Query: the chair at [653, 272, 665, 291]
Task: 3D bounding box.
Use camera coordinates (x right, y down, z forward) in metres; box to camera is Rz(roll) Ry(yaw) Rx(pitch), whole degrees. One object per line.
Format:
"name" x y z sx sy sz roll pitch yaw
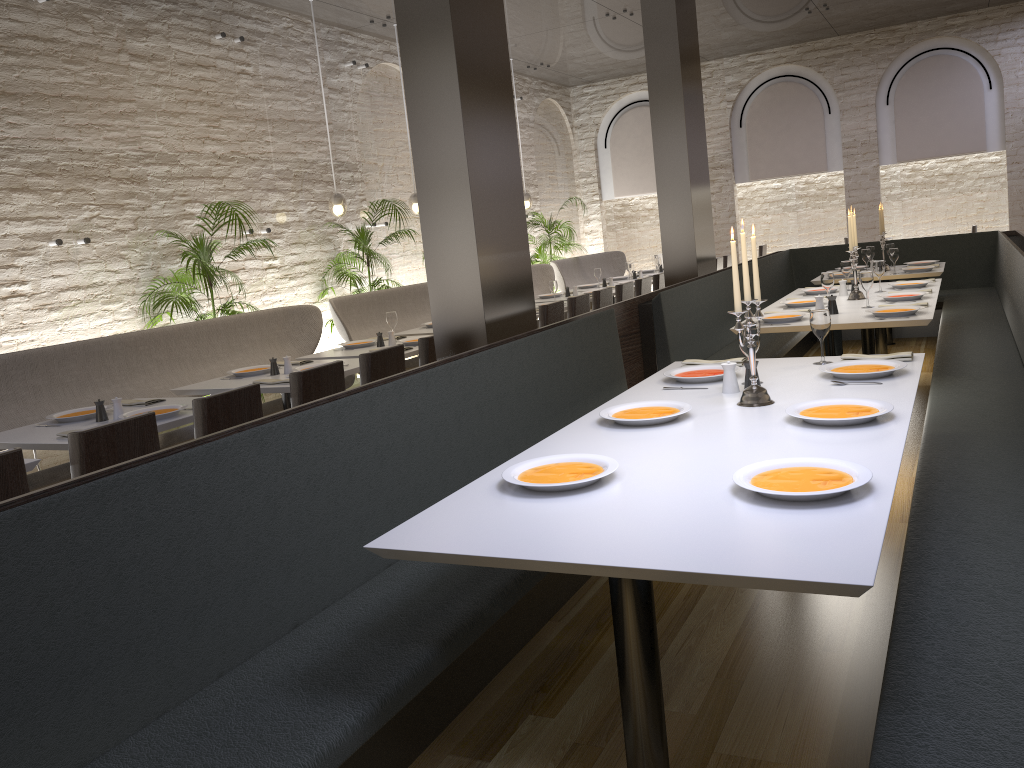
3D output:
"chair" 1.434 -0.742 9.689 0.565 0.901 0.414 -2 8 27

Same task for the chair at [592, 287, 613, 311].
"chair" 0.652 -0.407 8.146 0.565 0.901 0.414 -2 8 27

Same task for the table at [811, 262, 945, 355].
"table" 3.539 -0.698 8.463 1.100 0.756 1.195 -2 10 27

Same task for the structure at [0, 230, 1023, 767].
"structure" 1.698 -0.027 4.799 2.370 0.995 10.813 -2 10 27

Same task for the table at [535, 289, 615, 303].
"table" 0.701 -0.583 9.650 0.935 0.756 1.017 -2 9 27

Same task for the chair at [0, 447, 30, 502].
"chair" -1.934 0.699 3.046 0.565 0.901 0.414 -2 8 27

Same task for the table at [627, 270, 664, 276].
"table" 2.203 -1.226 12.613 0.935 0.756 1.017 -2 9 27

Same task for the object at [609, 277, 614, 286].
"object" 1.181 -1.220 10.544 0.059 0.109 0.059 -10 8 -27

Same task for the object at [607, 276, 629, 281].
"object" 1.409 -1.390 11.685 0.322 0.036 0.322 -10 10 -25

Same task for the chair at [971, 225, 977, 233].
"chair" 6.763 -1.927 13.436 0.565 0.901 0.414 -2 8 27

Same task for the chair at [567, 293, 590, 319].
"chair" 0.400 -0.300 7.649 0.565 0.901 0.414 -2 8 27

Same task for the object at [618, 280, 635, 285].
"object" 1.392 -1.191 10.465 0.322 0.036 0.322 -10 10 -25

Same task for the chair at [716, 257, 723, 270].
"chair" 2.563 -1.225 11.916 0.565 0.901 0.414 -2 8 27

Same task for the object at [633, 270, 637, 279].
"object" 1.591 -1.421 11.508 0.059 0.109 0.059 -10 8 -27

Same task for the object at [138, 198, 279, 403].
"object" -2.358 -0.430 7.027 1.192 1.965 1.147 -11 9 -31

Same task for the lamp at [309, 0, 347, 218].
"lamp" -1.778 -2.609 8.450 0.178 2.031 0.178 -12 9 -41

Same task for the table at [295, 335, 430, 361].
"table" -0.862 0.085 6.569 0.935 0.756 1.017 -2 9 27

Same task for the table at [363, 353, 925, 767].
"table" 0.750 0.495 2.963 1.100 0.756 2.554 -2 10 27

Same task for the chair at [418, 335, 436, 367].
"chair" -0.622 0.138 5.634 0.565 0.901 0.414 -2 8 27

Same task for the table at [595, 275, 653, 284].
"table" 1.693 -1.008 11.608 0.935 0.756 1.017 -2 9 27

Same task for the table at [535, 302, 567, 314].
"table" 0.177 -0.359 8.618 0.935 0.756 1.017 -2 9 27

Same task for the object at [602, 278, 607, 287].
"object" 1.098 -1.210 10.536 0.059 0.109 0.059 -10 8 -27

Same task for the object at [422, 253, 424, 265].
"object" -0.518 -1.219 10.661 1.148 1.965 1.192 -9 8 -22

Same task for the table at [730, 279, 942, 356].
"table" 2.397 -0.209 6.210 1.100 0.756 2.554 -2 10 27

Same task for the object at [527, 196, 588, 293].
"object" 0.597 -1.690 12.824 1.144 1.965 1.195 -5 8 8

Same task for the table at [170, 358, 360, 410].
"table" -1.368 0.302 5.570 0.935 0.756 1.017 -2 9 27

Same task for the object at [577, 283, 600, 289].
"object" 0.916 -1.179 10.713 0.322 0.036 0.322 -10 10 -25

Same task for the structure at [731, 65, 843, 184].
"structure" 4.180 -4.015 13.585 1.632 1.666 0.098 -2 8 27

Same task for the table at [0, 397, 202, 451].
"table" -1.927 0.541 4.468 0.935 0.756 1.017 -2 9 27

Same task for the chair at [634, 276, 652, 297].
"chair" 1.170 -0.629 9.169 0.565 0.901 0.414 -2 8 27

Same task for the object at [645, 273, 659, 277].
"object" 1.885 -1.402 11.437 0.322 0.036 0.322 -10 10 -25

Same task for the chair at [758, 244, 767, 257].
"chair" 3.995 -1.858 14.861 0.565 0.901 0.414 -2 8 27

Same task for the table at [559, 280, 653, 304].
"table" 1.200 -0.797 10.635 0.935 0.756 1.017 -2 9 27

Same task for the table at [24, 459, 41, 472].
"table" -2.486 0.780 3.365 0.935 0.756 1.017 -2 9 27

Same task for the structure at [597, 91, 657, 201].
"structure" 2.172 -3.965 14.619 1.632 1.666 0.098 -2 8 27

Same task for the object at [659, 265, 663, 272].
"object" 2.101 -1.639 12.513 0.059 0.109 0.059 -10 8 -27

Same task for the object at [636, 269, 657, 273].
"object" 1.918 -1.608 12.690 0.322 0.036 0.322 -10 10 -25

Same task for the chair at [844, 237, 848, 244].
"chair" 5.598 -1.898 14.036 0.565 0.901 0.414 -2 8 27

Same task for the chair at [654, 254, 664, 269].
"chair" 2.830 -1.829 15.462 0.565 0.901 0.414 -2 8 27

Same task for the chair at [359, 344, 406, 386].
"chair" -0.888 0.251 5.110 0.565 0.901 0.414 -2 8 27

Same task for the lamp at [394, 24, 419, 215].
"lamp" -1.151 -2.877 9.686 0.177 2.031 0.179 -5 7 12

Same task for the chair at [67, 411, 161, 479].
"chair" -1.681 0.591 3.544 0.565 0.901 0.414 -2 8 27

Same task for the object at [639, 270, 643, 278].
"object" 1.674 -1.431 11.517 0.059 0.109 0.059 -10 8 -27

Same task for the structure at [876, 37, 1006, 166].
"structure" 6.063 -4.062 12.615 1.632 1.666 0.098 -2 8 27

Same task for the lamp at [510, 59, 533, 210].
"lamp" 0.101 -3.414 12.157 0.177 2.031 0.178 -5 7 7

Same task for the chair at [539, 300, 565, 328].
"chair" 0.149 -0.192 7.155 0.565 0.901 0.414 -2 8 27

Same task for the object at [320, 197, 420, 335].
"object" -1.414 -0.834 8.888 1.192 1.965 1.147 -11 9 -31

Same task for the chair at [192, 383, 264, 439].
"chair" -1.416 0.477 4.068 0.565 0.901 0.414 -2 8 27

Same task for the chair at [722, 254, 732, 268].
"chair" 2.821 -1.336 12.425 0.565 0.901 0.414 -2 8 27

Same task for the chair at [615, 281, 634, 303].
"chair" 0.916 -0.521 8.668 0.565 0.901 0.414 -2 8 27

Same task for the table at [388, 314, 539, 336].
"table" -0.342 -0.137 7.594 0.935 0.756 1.017 -2 9 27

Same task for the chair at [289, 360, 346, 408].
"chair" -1.140 0.359 4.612 0.565 0.901 0.414 -2 8 27
